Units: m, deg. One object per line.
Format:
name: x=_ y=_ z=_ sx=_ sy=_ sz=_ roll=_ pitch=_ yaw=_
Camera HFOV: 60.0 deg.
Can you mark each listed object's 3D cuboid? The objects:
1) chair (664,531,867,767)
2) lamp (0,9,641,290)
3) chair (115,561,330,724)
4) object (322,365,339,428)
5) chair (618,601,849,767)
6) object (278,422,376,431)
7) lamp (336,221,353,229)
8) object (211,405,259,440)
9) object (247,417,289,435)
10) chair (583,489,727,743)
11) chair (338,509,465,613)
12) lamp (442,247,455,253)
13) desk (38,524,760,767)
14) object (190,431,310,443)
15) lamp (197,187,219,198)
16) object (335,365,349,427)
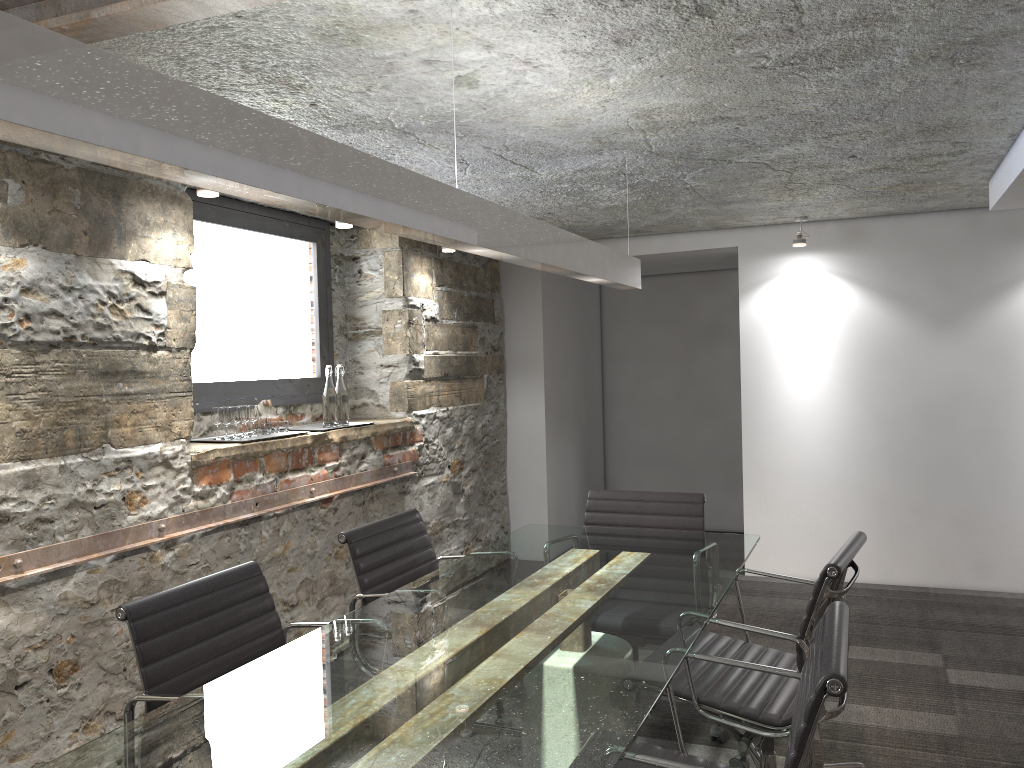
chair: x=0.691 y=0.865 z=2.572 sx=0.667 sy=0.837 sz=0.693 roll=-1 pitch=2 yaw=20
lamp: x=-0.150 y=-0.568 z=1.917 sx=0.073 sy=0.524 sz=3.159 roll=-1 pitch=2 yaw=22
chair: x=-0.538 y=0.909 z=2.147 sx=0.667 sy=0.837 sz=0.693 roll=-1 pitch=1 yaw=13
object: x=-0.873 y=0.060 z=4.247 sx=0.073 sy=0.300 sz=0.073 roll=-2 pitch=1 yaw=-9
chair: x=0.372 y=0.893 z=1.788 sx=0.667 sy=0.837 sz=0.693 roll=-1 pitch=1 yaw=12
object: x=-0.912 y=0.206 z=4.314 sx=0.310 sy=0.007 sz=0.457 roll=-1 pitch=2 yaw=22
lamp: x=-0.740 y=-0.781 z=3.957 sx=0.098 sy=0.165 sz=0.077 roll=-3 pitch=2 yaw=-35
object: x=-1.154 y=0.160 z=3.691 sx=0.108 sy=0.131 sz=0.218 roll=-1 pitch=2 yaw=21
object: x=-1.078 y=0.182 z=3.893 sx=0.111 sy=0.072 sz=0.191 roll=-1 pitch=2 yaw=30
chair: x=0.434 y=0.854 z=3.286 sx=0.693 sy=0.837 sz=0.667 roll=-1 pitch=1 yaw=15
chair: x=-0.188 y=0.879 z=2.953 sx=0.667 sy=0.837 sz=0.693 roll=-1 pitch=1 yaw=14
lamp: x=-0.344 y=-0.816 z=4.921 sx=0.098 sy=0.165 sz=0.077 roll=-3 pitch=2 yaw=-35
desk: x=-0.103 y=0.966 z=1.956 sx=0.909 sy=0.711 sz=3.154 roll=-1 pitch=2 yaw=22
object: x=-1.126 y=0.225 z=3.793 sx=0.310 sy=0.007 sz=0.457 roll=-1 pitch=2 yaw=22
lamp: x=-1.072 y=-0.751 z=3.152 sx=0.098 sy=0.165 sz=0.077 roll=-3 pitch=2 yaw=-35
object: x=-0.837 y=0.057 z=4.333 sx=0.073 sy=0.300 sz=0.073 roll=-2 pitch=1 yaw=-9
